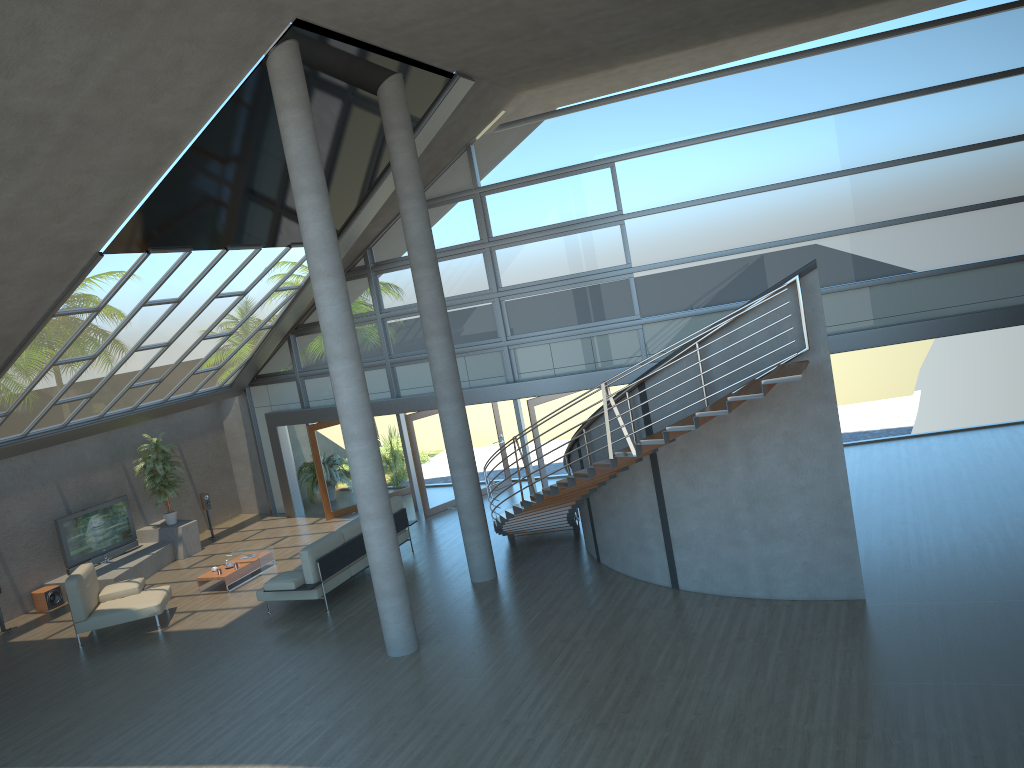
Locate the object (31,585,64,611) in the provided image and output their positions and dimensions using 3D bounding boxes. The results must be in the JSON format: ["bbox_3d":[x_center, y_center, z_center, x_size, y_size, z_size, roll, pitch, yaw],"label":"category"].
[{"bbox_3d":[-7.974,3.668,15.177,0.425,0.323,0.362,-8,6,24],"label":"object"}]

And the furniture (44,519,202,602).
[{"bbox_3d":[-6.884,3.193,16.492,1.577,0.610,2.936,-8,6,23],"label":"furniture"}]

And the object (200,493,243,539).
[{"bbox_3d":[-8.625,3.327,16.612,7.863,0.982,21.345,-7,7,27],"label":"object"}]

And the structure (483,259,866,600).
[{"bbox_3d":[1.135,0.732,11.103,2.349,3.653,6.809,-14,7,-28],"label":"structure"}]

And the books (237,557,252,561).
[{"bbox_3d":[-4.525,2.953,15.090,0.275,0.005,0.189,-10,6,4],"label":"books"}]

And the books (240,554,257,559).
[{"bbox_3d":[-4.491,2.939,15.129,0.275,0.005,0.189,-10,6,7],"label":"books"}]

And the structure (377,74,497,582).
[{"bbox_3d":[-1.035,-0.760,12.132,0.381,7.125,0.382,-13,6,-23],"label":"structure"}]

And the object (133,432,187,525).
[{"bbox_3d":[-6.834,1.837,17.287,0.932,1.857,0.895,-12,6,-18],"label":"object"}]

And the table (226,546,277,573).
[{"bbox_3d":[-4.449,3.008,15.151,0.680,0.342,0.400,-8,6,24],"label":"table"}]

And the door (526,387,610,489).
[{"bbox_3d":[1.214,1.021,16.292,0.200,1.977,2.298,-5,8,44],"label":"door"}]

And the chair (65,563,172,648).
[{"bbox_3d":[-5.810,3.129,13.226,1.244,1.023,1.217,-12,6,-11],"label":"chair"}]

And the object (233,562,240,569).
[{"bbox_3d":[-4.497,2.964,14.480,0.085,0.101,0.070,-15,8,-38],"label":"object"}]

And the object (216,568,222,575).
[{"bbox_3d":[-4.728,3.024,14.313,0.085,0.101,0.070,-8,6,22],"label":"object"}]

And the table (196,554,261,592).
[{"bbox_3d":[-4.591,3.127,14.792,0.600,0.250,1.200,-8,6,24],"label":"table"}]

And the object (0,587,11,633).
[{"bbox_3d":[-8.193,3.501,14.080,0.234,0.959,0.171,-12,6,-11],"label":"object"}]

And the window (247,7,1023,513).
[{"bbox_3d":[1.566,-1.362,15.760,16.616,6.630,1.098,-8,6,22],"label":"window"}]

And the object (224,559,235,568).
[{"bbox_3d":[-4.663,2.949,14.616,0.178,0.161,0.178,-13,7,-25],"label":"object"}]

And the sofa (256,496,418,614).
[{"bbox_3d":[-2.663,2.564,13.588,1.166,0.947,3.079,-8,6,23],"label":"sofa"}]

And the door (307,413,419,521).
[{"bbox_3d":[-3.048,1.566,18.548,2.298,1.977,0.200,-15,7,-37],"label":"door"}]

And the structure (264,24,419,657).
[{"bbox_3d":[-1.912,-0.376,10.012,0.381,7.125,0.382,-8,6,24],"label":"structure"}]

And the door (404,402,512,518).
[{"bbox_3d":[-0.994,1.318,17.322,2.298,1.977,0.200,-16,8,-43],"label":"door"}]

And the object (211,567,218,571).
[{"bbox_3d":[-4.889,3.033,14.576,0.102,0.086,0.100,-7,7,28],"label":"object"}]

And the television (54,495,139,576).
[{"bbox_3d":[-7.538,2.753,16.177,0.396,1.063,1.568,-8,6,24],"label":"television"}]
